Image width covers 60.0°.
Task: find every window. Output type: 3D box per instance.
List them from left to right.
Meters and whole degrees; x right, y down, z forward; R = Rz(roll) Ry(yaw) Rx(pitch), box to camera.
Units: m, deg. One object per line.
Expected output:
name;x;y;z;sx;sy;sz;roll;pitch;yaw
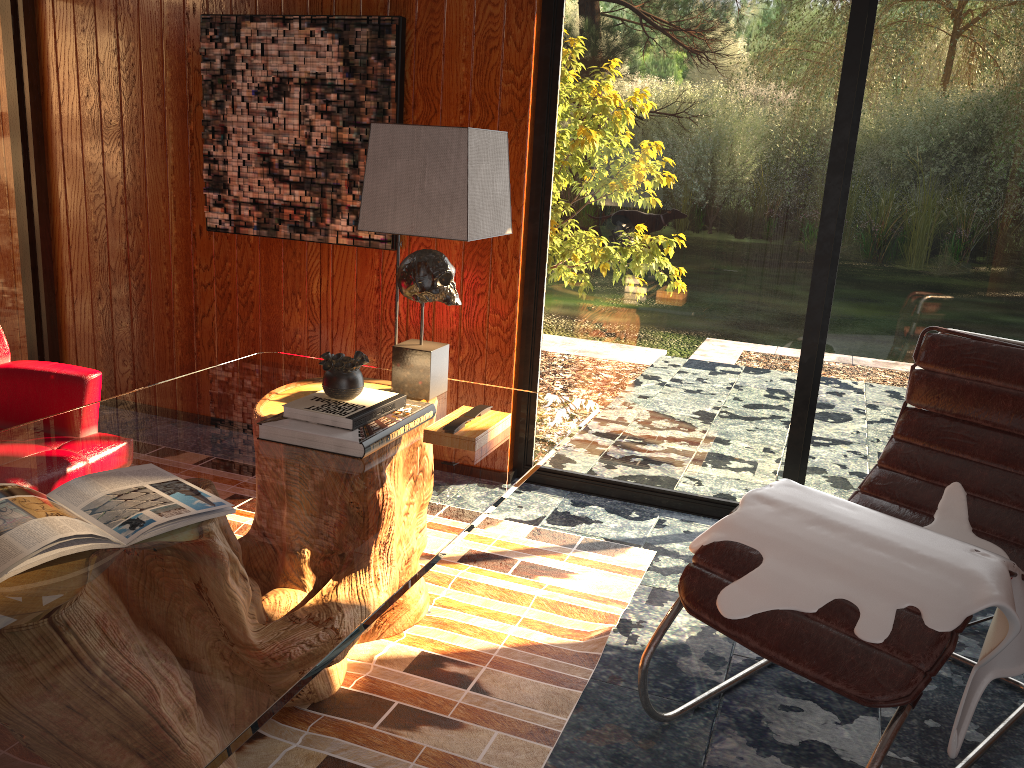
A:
window;1.138;-0.695;3.028;2.260;2.580;0.085;9;16;19

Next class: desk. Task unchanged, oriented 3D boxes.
desk;-0.626;0.482;1.954;1.150;0.632;1.900;9;16;19

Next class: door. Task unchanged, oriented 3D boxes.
door;-2.647;-0.815;3.940;0.734;1.955;0.751;9;16;19

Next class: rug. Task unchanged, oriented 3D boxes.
rug;-1.042;0.667;2.368;2.410;0.042;2.439;9;16;19

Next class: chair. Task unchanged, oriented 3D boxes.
chair;-1.552;0.154;2.360;0.839;0.956;0.621;9;16;19
chair;0.965;0.391;2.186;1.298;0.886;0.593;-10;20;-41

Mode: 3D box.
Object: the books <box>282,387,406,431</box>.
books;-0.407;0.053;2.177;0.198;0.029;0.249;9;16;21

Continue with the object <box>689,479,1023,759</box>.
object;0.875;0.544;2.115;0.897;0.489;0.713;0;15;-12

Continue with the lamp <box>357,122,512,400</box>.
lamp;-0.208;-0.325;2.435;0.316;0.732;0.316;9;16;19

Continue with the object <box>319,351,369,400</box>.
object;-0.413;-0.020;2.173;0.118;0.114;0.121;7;15;13

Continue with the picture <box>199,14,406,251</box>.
picture;-0.861;-1.015;3.563;0.916;0.873;0.061;9;16;19

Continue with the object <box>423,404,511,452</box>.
object;-0.106;0.100;2.188;0.135;0.049;0.238;9;16;19

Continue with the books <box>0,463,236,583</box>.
books;-0.762;0.219;1.578;0.300;0.049;0.422;15;19;37

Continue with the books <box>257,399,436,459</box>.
books;-0.394;0.090;2.177;0.286;0.040;0.366;9;16;19

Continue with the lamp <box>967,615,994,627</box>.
lamp;1.608;0.026;2.493;0.410;1.514;0.595;11;17;28
